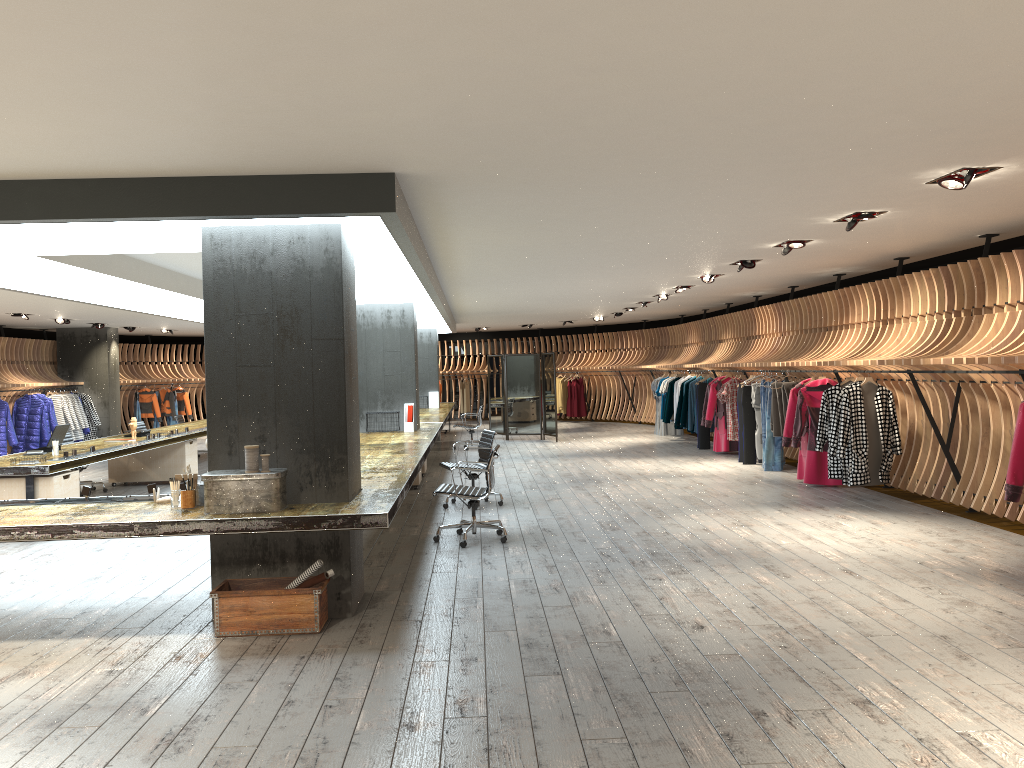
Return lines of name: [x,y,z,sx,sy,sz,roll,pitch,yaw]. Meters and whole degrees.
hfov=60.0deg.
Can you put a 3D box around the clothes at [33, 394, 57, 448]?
clothes: [-9.547,0.817,17.819,0.883,1.246,0.249,-2,0,-6]

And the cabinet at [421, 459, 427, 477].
cabinet: [-1.873,1.080,13.381,1.131,0.630,0.593,-2,0,-2]

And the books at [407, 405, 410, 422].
books: [-1.434,0.474,12.307,0.048,0.368,0.215,-2,0,-2]

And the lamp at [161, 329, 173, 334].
lamp: [-8.502,-1.369,21.878,0.269,0.296,0.493,-2,1,17]

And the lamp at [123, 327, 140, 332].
lamp: [-8.756,-1.338,20.313,0.269,0.292,0.493,-2,1,4]

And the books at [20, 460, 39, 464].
books: [-4.872,0.788,8.948,0.155,0.025,0.110,-2,1,-7]

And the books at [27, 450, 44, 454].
books: [-5.474,0.777,10.151,0.186,0.027,0.112,-2,1,-17]

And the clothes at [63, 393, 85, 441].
clothes: [-9.520,0.729,18.998,0.752,1.062,0.128,-2,0,-4]

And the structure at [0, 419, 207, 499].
structure: [-5.331,1.065,13.897,1.162,0.844,10.452,-2,1,-2]

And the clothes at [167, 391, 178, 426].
clothes: [-9.013,0.875,23.534,0.309,1.422,0.200,-2,0,-30]

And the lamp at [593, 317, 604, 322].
lamp: [2.148,-1.681,21.854,0.269,0.287,0.492,-2,1,-22]

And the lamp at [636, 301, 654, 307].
lamp: [2.558,-1.613,17.098,0.269,0.286,0.493,-2,1,-2]

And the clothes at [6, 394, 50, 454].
clothes: [-9.699,0.833,17.671,0.880,1.260,0.242,-2,0,-6]

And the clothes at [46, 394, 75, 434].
clothes: [-9.499,0.737,18.500,0.752,1.062,0.128,-2,0,-4]

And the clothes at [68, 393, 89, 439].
clothes: [-9.527,0.726,19.176,0.752,1.062,0.128,-2,0,-4]

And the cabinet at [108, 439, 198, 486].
cabinet: [-5.409,1.182,13.398,1.131,0.630,0.593,-2,0,-2]

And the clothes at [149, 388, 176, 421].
clothes: [-9.128,0.533,23.243,0.839,0.881,0.201,-2,0,18]

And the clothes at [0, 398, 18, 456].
clothes: [-9.562,0.846,16.283,0.885,1.239,0.245,-2,0,-6]

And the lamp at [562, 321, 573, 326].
lamp: [1.468,-1.683,23.288,0.269,0.292,0.492,-2,1,-35]

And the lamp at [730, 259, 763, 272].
lamp: [2.823,-1.511,10.724,0.269,0.291,0.493,-2,1,-2]

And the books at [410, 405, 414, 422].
books: [-1.390,0.472,12.309,0.048,0.368,0.215,-2,0,-2]

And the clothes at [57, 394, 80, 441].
clothes: [-9.509,0.733,18.736,0.752,1.062,0.128,-2,0,-4]

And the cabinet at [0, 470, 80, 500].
cabinet: [-5.118,1.247,9.068,1.131,0.630,0.593,-2,0,-2]

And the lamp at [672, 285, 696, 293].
lamp: [2.691,-1.558,13.911,0.269,0.296,0.493,-2,1,-2]

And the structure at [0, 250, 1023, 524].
structure: [-2.689,0.193,9.719,14.882,2.440,36.557,-2,1,-2]

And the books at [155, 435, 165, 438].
books: [-4.914,0.732,12.323,0.155,0.025,0.110,-2,1,-7]

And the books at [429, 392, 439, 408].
books: [-1.747,0.360,19.798,0.215,0.368,0.073,-2,0,-2]

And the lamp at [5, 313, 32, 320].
lamp: [-8.616,-1.260,15.533,0.269,0.294,0.493,-2,1,-2]

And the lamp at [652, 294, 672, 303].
lamp: [2.625,-1.581,15.505,0.269,0.301,0.493,-2,1,-2]

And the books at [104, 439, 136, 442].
books: [-5.267,0.756,11.889,0.366,0.026,0.213,-2,1,8]

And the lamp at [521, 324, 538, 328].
lamp: [0.435,-1.673,24.491,0.492,0.294,0.269,-1,1,43]

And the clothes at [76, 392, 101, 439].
clothes: [-9.541,0.773,19.728,0.799,1.185,0.191,-2,0,-2]

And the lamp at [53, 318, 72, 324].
lamp: [-8.683,-1.289,17.127,0.269,0.286,0.493,-2,1,-2]

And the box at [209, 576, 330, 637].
box: [-1.485,1.379,5.496,0.664,0.282,0.341,-2,1,-2]

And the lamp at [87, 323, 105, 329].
lamp: [-8.749,-1.311,18.720,0.269,0.292,0.493,-2,1,-2]

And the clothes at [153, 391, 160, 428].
clothes: [-9.246,0.891,22.987,0.200,1.422,0.309,-2,0,-10]

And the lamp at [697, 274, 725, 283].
lamp: [2.757,-1.539,12.318,0.269,0.284,0.493,-2,1,-2]

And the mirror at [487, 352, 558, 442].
mirror: [0.235,0.284,19.469,2.111,1.892,0.443,-1,0,39]

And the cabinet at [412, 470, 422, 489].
cabinet: [-1.817,1.102,12.029,1.131,0.630,0.593,-2,0,-2]

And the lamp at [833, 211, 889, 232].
lamp: [2.956,-1.458,7.537,0.269,0.295,0.493,-2,1,-2]

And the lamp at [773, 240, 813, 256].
lamp: [2.889,-1.484,9.131,0.269,0.294,0.493,-2,1,-2]

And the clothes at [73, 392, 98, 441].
clothes: [-9.524,0.775,19.541,0.807,1.187,0.192,-2,0,-2]

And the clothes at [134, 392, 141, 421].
clothes: [-9.445,0.906,22.427,0.200,1.422,0.309,-2,0,-25]

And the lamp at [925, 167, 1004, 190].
lamp: [3.022,-1.434,5.944,0.269,0.294,0.493,-2,1,-2]

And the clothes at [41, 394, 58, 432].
clothes: [-9.633,0.819,17.994,0.885,1.239,0.245,-2,0,-6]

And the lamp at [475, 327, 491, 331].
lamp: [-0.878,-1.651,25.383,0.492,0.292,0.269,-1,1,30]

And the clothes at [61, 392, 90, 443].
clothes: [-9.662,0.796,19.376,0.885,1.239,0.245,-2,0,-6]

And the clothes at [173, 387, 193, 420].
clothes: [-8.913,0.515,23.777,0.839,0.881,0.201,-1,0,28]

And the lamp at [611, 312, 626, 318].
lamp: [2.423,-1.660,20.285,0.269,0.291,0.493,-2,1,-7]

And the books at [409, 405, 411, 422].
books: [-1.412,0.473,12.308,0.048,0.368,0.215,-2,0,-2]

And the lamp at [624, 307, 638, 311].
lamp: [2.492,-1.634,18.692,0.269,0.294,0.493,-2,1,-2]

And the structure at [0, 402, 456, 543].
structure: [-3.488,1.014,13.759,4.836,0.844,18.477,-2,1,-2]

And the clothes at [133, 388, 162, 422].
clothes: [-9.388,0.546,22.741,0.839,0.881,0.201,-2,0,13]
